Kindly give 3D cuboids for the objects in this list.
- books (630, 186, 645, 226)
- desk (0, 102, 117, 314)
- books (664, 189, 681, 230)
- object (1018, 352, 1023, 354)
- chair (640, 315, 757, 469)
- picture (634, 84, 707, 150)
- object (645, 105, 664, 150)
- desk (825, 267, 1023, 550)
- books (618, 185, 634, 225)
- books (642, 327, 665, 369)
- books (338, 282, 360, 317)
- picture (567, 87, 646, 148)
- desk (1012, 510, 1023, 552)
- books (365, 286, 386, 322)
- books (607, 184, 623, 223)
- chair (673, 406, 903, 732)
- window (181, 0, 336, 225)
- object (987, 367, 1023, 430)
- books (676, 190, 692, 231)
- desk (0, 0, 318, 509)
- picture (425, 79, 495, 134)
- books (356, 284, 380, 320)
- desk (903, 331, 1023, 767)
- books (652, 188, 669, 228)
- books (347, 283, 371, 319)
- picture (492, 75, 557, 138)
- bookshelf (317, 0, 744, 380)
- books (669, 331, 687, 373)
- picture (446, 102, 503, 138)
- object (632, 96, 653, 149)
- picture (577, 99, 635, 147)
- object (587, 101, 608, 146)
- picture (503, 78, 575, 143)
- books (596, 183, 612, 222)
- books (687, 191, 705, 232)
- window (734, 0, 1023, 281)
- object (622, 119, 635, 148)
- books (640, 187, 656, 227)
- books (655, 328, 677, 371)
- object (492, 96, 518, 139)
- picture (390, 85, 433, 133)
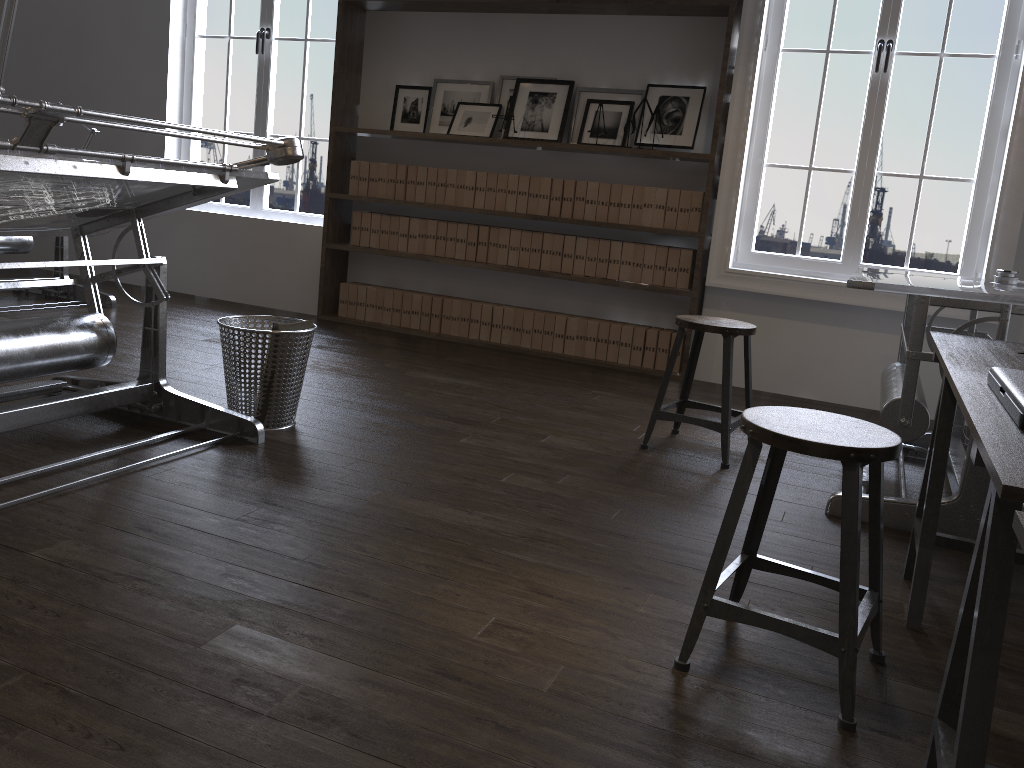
[{"bbox_3d":[0.748,-1.027,5.125,0.067,0.224,0.175,9,11,21],"label":"books"},{"bbox_3d":[-2.890,-1.020,5.017,1.175,1.179,1.276,10,11,21],"label":"desk"},{"bbox_3d":[0.931,-0.993,5.051,0.067,0.224,0.175,9,11,21],"label":"books"},{"bbox_3d":[1.262,-0.065,2.071,0.156,0.006,0.006,6,10,1],"label":"object"},{"bbox_3d":[0.768,0.013,3.488,0.360,0.524,0.373,11,11,30],"label":"chair"},{"bbox_3d":[0.902,-1.527,5.050,0.344,0.361,0.161,10,10,22],"label":"picture"},{"bbox_3d":[0.805,-1.438,4.984,0.111,0.260,0.040,10,10,22],"label":"object"},{"bbox_3d":[1.729,-0.105,3.100,1.074,1.089,1.276,10,11,21],"label":"desk"},{"bbox_3d":[0.685,-1.037,5.145,0.067,0.224,0.175,9,11,21],"label":"books"},{"bbox_3d":[0.827,-0.212,5.180,0.067,0.224,0.175,9,11,21],"label":"books"},{"bbox_3d":[-1.086,-0.568,5.956,0.067,0.224,0.175,9,11,21],"label":"books"},{"bbox_3d":[0.556,-1.563,5.224,0.435,0.358,0.096,10,10,22],"label":"picture"},{"bbox_3d":[0.423,0.628,0.007,0.657,0.664,1.678,10,12,21],"label":"desk"},{"bbox_3d":[-0.893,-0.532,5.874,0.067,0.224,0.175,9,11,21],"label":"books"},{"bbox_3d":[0.625,-1.050,5.175,0.067,0.224,0.175,9,11,21],"label":"books"},{"bbox_3d":[0.597,0.340,1.831,0.360,0.524,0.373,11,11,30],"label":"chair"},{"bbox_3d":[-1.690,-2.332,6.107,1.487,2.477,0.154,10,10,22],"label":"window"},{"bbox_3d":[0.928,0.041,1.362,0.313,0.033,0.448,10,13,21],"label":"object"},{"bbox_3d":[0.996,-0.981,5.027,0.067,0.224,0.175,9,11,21],"label":"books"},{"bbox_3d":[-1.489,-0.431,2.391,1.080,1.375,2.293,10,12,21],"label":"desk"},{"bbox_3d":[-0.332,-1.731,5.580,0.417,0.362,0.083,10,10,22],"label":"picture"},{"bbox_3d":[-0.960,-0.544,5.899,0.067,0.224,0.175,9,11,21],"label":"books"},{"bbox_3d":[1.104,0.361,1.624,0.657,0.664,1.678,10,12,21],"label":"desk"},{"bbox_3d":[0.865,-1.004,5.074,0.067,0.224,0.175,9,11,21],"label":"books"},{"bbox_3d":[-1.023,-0.556,5.929,0.067,0.224,0.175,9,11,21],"label":"books"},{"bbox_3d":[0.066,-1.678,5.422,0.370,0.403,0.091,10,10,22],"label":"picture"},{"bbox_3d":[0.032,-1.365,5.435,2.481,3.694,0.414,10,10,22],"label":"bookshelf"},{"bbox_3d":[0.966,-0.187,5.127,0.067,0.224,0.175,9,11,21],"label":"books"},{"bbox_3d":[-0.233,-1.626,5.467,0.300,0.227,0.145,10,11,22],"label":"picture"},{"bbox_3d":[0.733,-1.466,4.981,0.118,0.302,0.040,10,10,22],"label":"object"},{"bbox_3d":[0.548,-1.521,5.187,0.290,0.288,0.127,10,10,22],"label":"picture"},{"bbox_3d":[0.496,-1.486,5.070,0.124,0.258,0.040,10,10,22],"label":"object"},{"bbox_3d":[0.159,-1.642,5.329,0.374,0.388,0.149,10,10,22],"label":"picture"},{"bbox_3d":[0.560,-1.062,5.202,0.067,0.224,0.175,9,11,21],"label":"books"},{"bbox_3d":[1.053,-0.969,4.997,0.067,0.224,0.175,9,11,21],"label":"books"},{"bbox_3d":[1.899,-1.647,4.533,1.248,2.291,0.154,10,10,22],"label":"window"},{"bbox_3d":[0.657,-1.403,4.981,0.066,0.164,0.040,10,10,22],"label":"object"},{"bbox_3d":[0.805,-1.016,5.100,0.067,0.224,0.175,9,11,21],"label":"books"},{"bbox_3d":[0.897,-0.200,5.157,0.067,0.224,0.175,9,11,21],"label":"books"},{"bbox_3d":[-0.039,-1.584,5.271,0.175,0.258,0.040,10,10,22],"label":"object"},{"bbox_3d":[-0.653,-1.770,5.732,0.267,0.313,0.058,10,10,22],"label":"picture"}]
